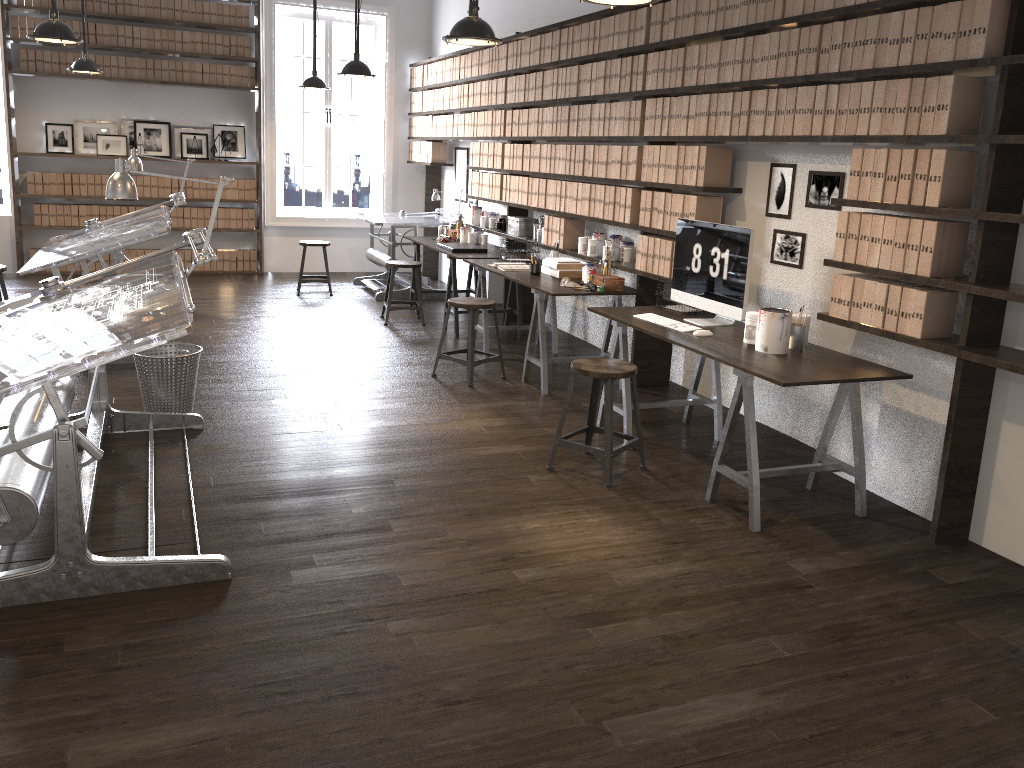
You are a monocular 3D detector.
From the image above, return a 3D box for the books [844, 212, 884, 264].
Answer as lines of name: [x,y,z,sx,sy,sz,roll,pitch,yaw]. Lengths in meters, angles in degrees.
books: [1.568,-0.640,3.906,0.174,0.223,0.067,-2,13,-22]

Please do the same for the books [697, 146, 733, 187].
books: [1.133,-1.211,4.948,0.174,0.223,0.067,-2,13,-22]

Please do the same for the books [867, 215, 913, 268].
books: [1.618,-0.604,3.779,0.174,0.223,0.067,-2,13,-22]

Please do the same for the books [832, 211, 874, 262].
books: [1.538,-0.657,3.968,0.174,0.223,0.067,-2,13,-22]

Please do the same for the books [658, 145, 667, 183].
books: [0.978,-1.314,5.318,0.174,0.223,0.067,-2,13,-22]

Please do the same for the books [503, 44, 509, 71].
books: [0.021,-2.785,7.576,0.174,0.223,0.067,-2,13,-22]

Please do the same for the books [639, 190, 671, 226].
books: [0.895,-1.097,5.552,0.174,0.223,0.067,-2,13,-22]

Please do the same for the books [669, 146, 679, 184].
books: [1.023,-1.281,5.200,0.174,0.223,0.067,-2,13,-22]

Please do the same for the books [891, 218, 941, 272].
books: [1.666,-0.569,3.652,0.174,0.223,0.067,-2,13,-22]

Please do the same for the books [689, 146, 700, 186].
books: [1.102,-1.229,5.011,0.174,0.223,0.067,-2,13,-22]

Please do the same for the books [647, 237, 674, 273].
books: [0.930,-0.792,5.473,0.174,0.223,0.067,-2,13,-22]

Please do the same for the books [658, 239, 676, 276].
books: [0.984,-0.760,5.359,0.174,0.223,0.067,-2,13,-22]

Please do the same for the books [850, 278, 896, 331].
books: [1.584,-0.351,3.889,0.174,0.223,0.067,-2,13,-22]

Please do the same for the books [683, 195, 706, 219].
books: [1.078,-0.972,5.102,0.174,0.223,0.067,-2,13,-22]

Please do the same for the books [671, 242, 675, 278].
books: [1.039,-0.722,5.224,0.174,0.223,0.067,-2,13,-22]

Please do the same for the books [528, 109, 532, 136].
books: [0.224,-2.098,7.140,0.174,0.223,0.067,-2,13,-22]

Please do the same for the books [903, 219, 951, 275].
books: [1.693,-0.554,3.596,0.174,0.223,0.067,-2,13,-22]

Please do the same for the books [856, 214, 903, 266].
books: [1.595,-0.622,3.843,0.174,0.223,0.067,-2,13,-22]

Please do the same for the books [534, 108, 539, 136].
books: [0.271,-2.064,7.017,0.174,0.223,0.067,-2,13,-22]

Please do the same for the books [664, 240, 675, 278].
books: [1.006,-0.741,5.289,0.174,0.223,0.067,-2,13,-22]

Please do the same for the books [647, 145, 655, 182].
books: [0.927,-1.350,5.448,0.174,0.223,0.067,-2,13,-22]

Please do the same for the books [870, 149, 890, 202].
books: [1.618,-0.878,3.750,0.174,0.223,0.067,-2,13,-22]

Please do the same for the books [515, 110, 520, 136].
books: [0.119,-2.168,7.389,0.174,0.223,0.067,-2,13,-22]

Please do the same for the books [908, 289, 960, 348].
books: [1.703,-0.267,3.585,0.174,0.223,0.067,-2,13,-22]

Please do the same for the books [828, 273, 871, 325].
books: [1.535,-0.385,4.011,0.174,0.223,0.067,-2,13,-22]

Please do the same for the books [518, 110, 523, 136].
books: [0.149,-2.150,7.327,0.174,0.223,0.067,-2,13,-22]

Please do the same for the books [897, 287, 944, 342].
books: [1.686,-0.283,3.646,0.174,0.223,0.067,-2,13,-22]

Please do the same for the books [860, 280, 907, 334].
books: [1.605,-0.335,3.832,0.174,0.223,0.067,-2,13,-22]

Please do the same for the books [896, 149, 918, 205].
books: [1.672,-0.841,3.618,0.174,0.223,0.067,-2,13,-22]

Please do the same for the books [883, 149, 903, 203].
books: [1.649,-0.860,3.688,0.174,0.223,0.067,-2,13,-22]

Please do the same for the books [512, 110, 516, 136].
books: [0.097,-2.186,7.456,0.174,0.223,0.067,-2,13,-22]

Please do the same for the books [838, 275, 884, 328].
books: [1.555,-0.368,3.948,0.174,0.223,0.067,-2,13,-22]

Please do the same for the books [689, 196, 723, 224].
books: [1.099,-0.956,5.044,0.174,0.223,0.067,-2,13,-22]

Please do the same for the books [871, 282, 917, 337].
books: [1.628,-0.319,3.771,0.174,0.223,0.067,-2,13,-22]

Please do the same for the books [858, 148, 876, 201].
books: [1.596,-0.896,3.816,0.174,0.223,0.067,-2,13,-22]

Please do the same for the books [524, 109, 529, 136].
books: [0.195,-2.115,7.199,0.174,0.223,0.067,-2,13,-22]

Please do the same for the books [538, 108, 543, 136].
books: [0.300,-2.046,6.954,0.174,0.223,0.067,-2,13,-22]

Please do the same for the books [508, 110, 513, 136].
books: [0.064,-2.204,7.521,0.174,0.223,0.067,-2,13,-22]

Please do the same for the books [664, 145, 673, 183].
books: [1.002,-1.298,5.262,0.174,0.223,0.067,-2,13,-22]

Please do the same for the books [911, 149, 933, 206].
books: [1.704,-0.823,3.553,0.174,0.223,0.067,-2,13,-22]

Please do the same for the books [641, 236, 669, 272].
books: [0.903,-0.810,5.538,0.174,0.223,0.067,-2,13,-22]

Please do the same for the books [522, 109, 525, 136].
books: [0.175,-2.132,7.262,0.174,0.223,0.067,-2,13,-22]

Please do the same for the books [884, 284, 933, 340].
books: [1.658,-0.301,3.709,0.174,0.223,0.067,-2,13,-22]

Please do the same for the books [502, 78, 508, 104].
books: [0.007,-2.518,7.638,0.174,0.223,0.067,-2,13,-22]

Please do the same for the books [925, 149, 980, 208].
books: [1.730,-0.804,3.483,0.174,0.223,0.067,-2,13,-22]

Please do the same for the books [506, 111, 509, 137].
books: [0.041,-2.223,7.591,0.174,0.223,0.067,-2,13,-22]

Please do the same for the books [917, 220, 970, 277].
books: [1.720,-0.536,3.533,0.174,0.223,0.067,-2,13,-22]

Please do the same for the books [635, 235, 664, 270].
books: [0.879,-0.828,5.605,0.174,0.223,0.067,-2,13,-22]

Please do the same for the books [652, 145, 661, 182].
books: [0.949,-1.332,5.383,0.174,0.223,0.067,-2,13,-22]

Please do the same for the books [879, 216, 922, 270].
books: [1.641,-0.586,3.712,0.174,0.223,0.067,-2,13,-22]

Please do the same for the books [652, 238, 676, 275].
books: [0.957,-0.776,5.417,0.174,0.223,0.067,-2,13,-22]

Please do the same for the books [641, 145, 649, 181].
books: [0.902,-1.368,5.512,0.174,0.223,0.067,-2,13,-22]

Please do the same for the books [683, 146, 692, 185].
books: [1.080,-1.247,5.077,0.174,0.223,0.067,-2,13,-22]

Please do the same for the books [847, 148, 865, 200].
books: [1.570,-0.914,3.880,0.174,0.223,0.067,-2,13,-22]

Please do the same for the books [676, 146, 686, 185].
books: [1.053,-1.265,5.141,0.174,0.223,0.067,-2,13,-22]

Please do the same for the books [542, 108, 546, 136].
books: [0.328,-2.029,6.892,0.174,0.223,0.067,-2,13,-22]
